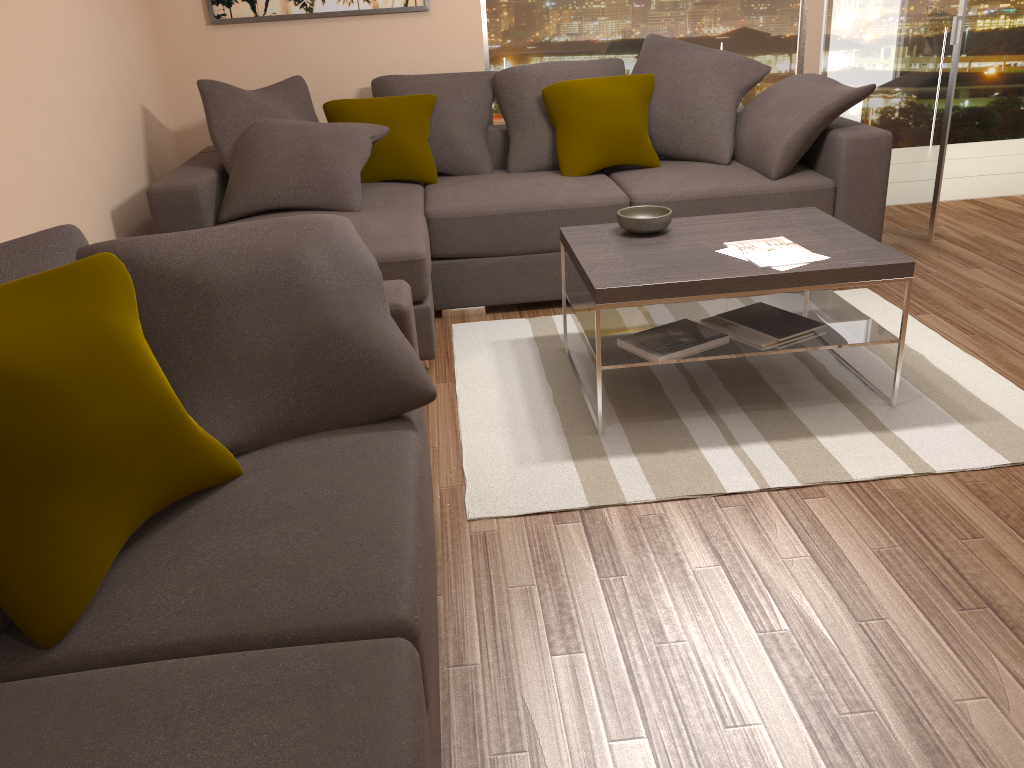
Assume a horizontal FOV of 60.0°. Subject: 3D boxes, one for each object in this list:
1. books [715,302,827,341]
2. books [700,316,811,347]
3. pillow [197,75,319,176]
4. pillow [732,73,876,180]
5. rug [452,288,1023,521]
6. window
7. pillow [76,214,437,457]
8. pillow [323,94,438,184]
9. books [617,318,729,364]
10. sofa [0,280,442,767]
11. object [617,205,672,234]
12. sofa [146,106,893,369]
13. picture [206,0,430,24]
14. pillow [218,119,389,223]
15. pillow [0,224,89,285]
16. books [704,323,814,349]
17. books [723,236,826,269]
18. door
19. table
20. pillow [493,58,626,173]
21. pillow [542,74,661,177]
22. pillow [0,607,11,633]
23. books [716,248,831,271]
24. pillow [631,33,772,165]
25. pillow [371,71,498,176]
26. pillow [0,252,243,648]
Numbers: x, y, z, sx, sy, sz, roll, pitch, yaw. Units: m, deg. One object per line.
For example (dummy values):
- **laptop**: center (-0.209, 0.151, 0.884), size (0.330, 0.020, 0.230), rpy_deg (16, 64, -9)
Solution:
- **books**: center (0.979, -0.241, 3.369), size (0.241, 0.008, 0.332), rpy_deg (-17, 27, -27)
- **books**: center (0.916, -0.220, 3.352), size (0.241, 0.008, 0.332), rpy_deg (-16, 27, -26)
- **pillow**: center (-1.262, -1.318, 4.652), size (0.483, 0.578, 0.806), rpy_deg (16, 31, 37)
- **pillow**: center (1.453, -1.357, 4.653), size (0.560, 0.470, 0.749), rpy_deg (-7, 24, -7)
- **rug**: center (0.832, -0.032, 3.619), size (2.122, 0.024, 1.791), rpy_deg (-5, 24, -3)
- **window**: center (0.811, -2.149, 5.387), size (1.983, 2.419, 0.020), rpy_deg (-5, 24, -3)
- **pillow**: center (-0.619, -0.129, 2.145), size (0.749, 0.470, 0.560), rpy_deg (-18, 28, -30)
- **pillow**: center (-0.714, -1.318, 4.879), size (0.631, 0.486, 0.335), rpy_deg (-4, 24, -1)
- **books**: center (0.595, -0.162, 3.281), size (0.332, 0.026, 0.241), rpy_deg (-17, 27, -27)
- **sofa**: center (-0.405, 0.783, 1.075), size (1.906, 0.776, 3.565), rpy_deg (-5, 24, -4)
- **object**: center (0.536, -0.658, 3.590), size (0.219, 0.081, 0.219), rpy_deg (-3, 24, 1)
- **sofa**: center (0.076, -0.824, 4.590), size (3.565, 0.776, 1.906), rpy_deg (-5, 24, -4)
- **picture**: center (-1.129, -2.505, 4.966), size (1.260, 0.835, 0.032), rpy_deg (-5, 24, -3)
- **pillow**: center (-1.025, -1.080, 4.361), size (0.792, 0.415, 0.645), rpy_deg (-3, 24, 2)
- **pillow**: center (-1.108, 0.076, 1.863), size (0.399, 0.635, 0.811), rpy_deg (14, 30, 35)
- **books**: center (0.927, -0.207, 3.348), size (0.241, 0.013, 0.332), rpy_deg (-16, 27, -26)
- **books**: center (0.948, -0.481, 3.229), size (0.241, 0.010, 0.332), rpy_deg (-7, 24, -8)
- **door**: center (2.125, -2.086, 5.059), size (0.060, 2.419, 0.967), rpy_deg (-16, 27, -26)
- **table**: center (0.808, -0.287, 3.508), size (1.110, 0.558, 0.856), rpy_deg (-5, 24, -3)
- **pillow**: center (0.310, -1.508, 5.016), size (0.783, 0.590, 0.459), rpy_deg (-7, 24, -8)
- **pillow**: center (0.518, -1.393, 4.799), size (0.658, 0.492, 0.382), rpy_deg (-10, 25, -13)
- **pillow**: center (-1.082, 0.290, 1.184), size (0.459, 0.590, 0.783), rpy_deg (-3, 24, 1)
- **books**: center (0.941, -0.467, 3.216), size (0.241, 0.008, 0.332), rpy_deg (-17, 27, -27)
- **pillow**: center (0.951, -1.577, 4.867), size (0.811, 0.635, 0.399), rpy_deg (18, 32, 39)
- **pillow**: center (-0.445, -1.472, 5.089), size (0.787, 0.576, 0.431), rpy_deg (1, 25, 10)
- **pillow**: center (-0.839, 0.071, 1.681), size (0.382, 0.492, 0.658), rpy_deg (5, 26, 19)
